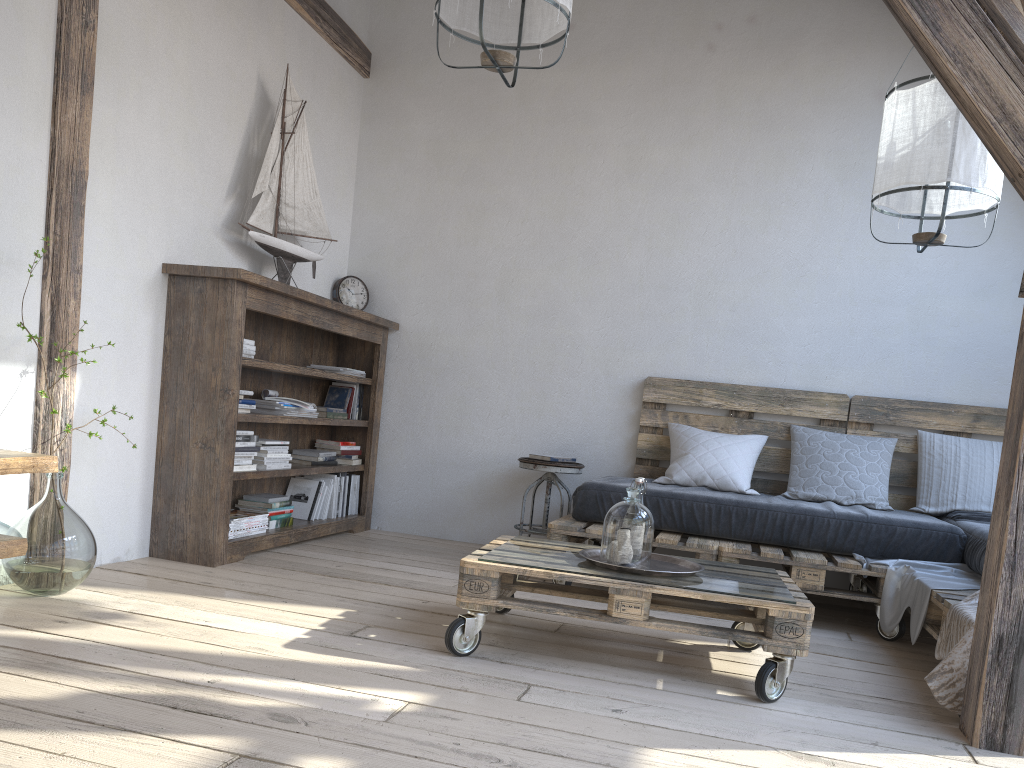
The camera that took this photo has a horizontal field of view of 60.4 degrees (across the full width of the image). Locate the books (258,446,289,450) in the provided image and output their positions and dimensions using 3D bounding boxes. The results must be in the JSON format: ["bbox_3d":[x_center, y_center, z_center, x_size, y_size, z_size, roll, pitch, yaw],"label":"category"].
[{"bbox_3d":[-1.157,0.286,4.048,0.156,0.017,0.219,5,-2,19],"label":"books"}]

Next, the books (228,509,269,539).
[{"bbox_3d":[-1.234,0.602,3.819,0.237,0.088,0.316,6,-2,14],"label":"books"}]

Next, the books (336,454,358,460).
[{"bbox_3d":[-0.955,0.389,4.798,0.204,0.021,0.149,6,-2,3],"label":"books"}]

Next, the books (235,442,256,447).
[{"bbox_3d":[-1.208,0.248,3.725,0.157,0.021,0.218,6,-2,9],"label":"books"}]

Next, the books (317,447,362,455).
[{"bbox_3d":[-0.945,0.366,4.806,0.160,0.026,0.203,5,-2,22],"label":"books"}]

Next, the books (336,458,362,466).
[{"bbox_3d":[-0.950,0.416,4.805,0.218,0.030,0.161,6,-2,7],"label":"books"}]

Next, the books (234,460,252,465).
[{"bbox_3d":[-1.231,0.324,3.731,0.157,0.021,0.219,5,-2,14],"label":"books"}]

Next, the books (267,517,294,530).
[{"bbox_3d":[-1.164,0.646,4.152,0.173,0.039,0.223,6,-2,14],"label":"books"}]

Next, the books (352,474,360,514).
[{"bbox_3d":[-0.932,0.611,4.922,0.156,0.222,0.036,7,5,14],"label":"books"}]

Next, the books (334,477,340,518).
[{"bbox_3d":[-0.998,0.594,4.665,0.156,0.221,0.017,7,5,14],"label":"books"}]

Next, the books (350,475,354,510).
[{"bbox_3d":[-0.964,0.606,4.878,0.157,0.221,0.021,7,5,14],"label":"books"}]

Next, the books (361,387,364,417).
[{"bbox_3d":[-0.902,0.102,4.932,0.139,0.186,0.020,7,5,14],"label":"books"}]

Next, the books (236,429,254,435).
[{"bbox_3d":[-1.200,0.200,3.713,0.139,0.018,0.184,5,-2,14],"label":"books"}]

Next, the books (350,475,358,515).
[{"bbox_3d":[-0.941,0.609,4.896,0.157,0.221,0.021,7,5,14],"label":"books"}]

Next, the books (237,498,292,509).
[{"bbox_3d":[-1.166,0.559,4.157,0.174,0.025,0.221,6,-2,9],"label":"books"}]

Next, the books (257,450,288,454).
[{"bbox_3d":[-1.134,0.305,4.035,0.139,0.018,0.184,5,-2,14],"label":"books"}]

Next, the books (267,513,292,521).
[{"bbox_3d":[-1.160,0.617,4.151,0.157,0.021,0.224,6,-2,10],"label":"books"}]

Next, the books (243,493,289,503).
[{"bbox_3d":[-1.159,0.537,4.161,0.132,0.021,0.199,6,-2,13],"label":"books"}]

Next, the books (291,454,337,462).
[{"bbox_3d":[-1.027,0.380,4.558,0.159,0.023,0.211,5,-2,14],"label":"books"}]

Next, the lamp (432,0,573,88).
[{"bbox_3d":[0.011,-1.474,2.567,0.401,1.092,0.402,3,5,-35],"label":"lamp"}]

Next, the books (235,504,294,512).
[{"bbox_3d":[-1.167,0.579,4.160,0.173,0.013,0.230,5,-2,17],"label":"books"}]

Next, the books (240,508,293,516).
[{"bbox_3d":[-1.158,0.596,4.149,0.157,0.021,0.224,5,-2,15],"label":"books"}]

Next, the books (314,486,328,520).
[{"bbox_3d":[-1.039,0.606,4.540,0.139,0.176,0.094,7,3,14],"label":"books"}]

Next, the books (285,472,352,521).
[{"bbox_3d":[-1.028,0.578,4.650,0.201,0.250,0.411,7,0,15],"label":"books"}]

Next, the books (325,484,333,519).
[{"bbox_3d":[-1.017,0.608,4.605,0.139,0.185,0.065,7,4,14],"label":"books"}]

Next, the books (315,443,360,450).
[{"bbox_3d":[-0.950,0.341,4.797,0.157,0.021,0.219,5,-2,18],"label":"books"}]

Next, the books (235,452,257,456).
[{"bbox_3d":[-1.209,0.288,3.718,0.156,0.017,0.219,5,-2,19],"label":"books"}]

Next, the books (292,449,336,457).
[{"bbox_3d":[-1.024,0.358,4.558,0.151,0.024,0.228,6,-2,10],"label":"books"}]

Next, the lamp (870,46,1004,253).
[{"bbox_3d":[1.512,-1.235,2.972,0.409,1.529,0.395,3,5,-34],"label":"lamp"}]

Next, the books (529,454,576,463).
[{"bbox_3d":[0.209,0.383,4.534,0.148,0.021,0.205,4,-3,43],"label":"books"}]

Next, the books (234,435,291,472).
[{"bbox_3d":[-1.191,0.294,3.889,0.205,0.152,0.548,6,-2,14],"label":"books"}]

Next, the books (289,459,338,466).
[{"bbox_3d":[-1.030,0.403,4.552,0.151,0.024,0.228,5,-2,23],"label":"books"}]

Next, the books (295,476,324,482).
[{"bbox_3d":[-1.072,0.587,4.536,0.156,0.207,0.107,7,3,14],"label":"books"}]

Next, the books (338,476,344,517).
[{"bbox_3d":[-0.987,0.598,4.735,0.157,0.221,0.021,7,5,14],"label":"books"}]

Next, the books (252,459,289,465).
[{"bbox_3d":[-1.147,0.351,4.030,0.156,0.017,0.219,5,-2,14],"label":"books"}]

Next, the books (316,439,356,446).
[{"bbox_3d":[-0.963,0.319,4.816,0.142,0.019,0.202,5,-2,14],"label":"books"}]

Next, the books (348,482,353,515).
[{"bbox_3d":[-0.953,0.624,4.855,0.139,0.186,0.018,7,5,14],"label":"books"}]

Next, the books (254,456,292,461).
[{"bbox_3d":[-1.140,0.335,4.045,0.156,0.017,0.219,5,-2,19],"label":"books"}]

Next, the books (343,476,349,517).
[{"bbox_3d":[-0.971,0.601,4.773,0.156,0.221,0.017,7,5,14],"label":"books"}]

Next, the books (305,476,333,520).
[{"bbox_3d":[-1.028,0.591,4.572,0.156,0.213,0.090,7,4,14],"label":"books"}]

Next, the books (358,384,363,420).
[{"bbox_3d":[-0.900,0.094,4.901,0.135,0.202,0.021,7,5,13],"label":"books"}]

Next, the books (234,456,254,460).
[{"bbox_3d":[-1.223,0.305,3.733,0.156,0.017,0.219,5,-2,14],"label":"books"}]
